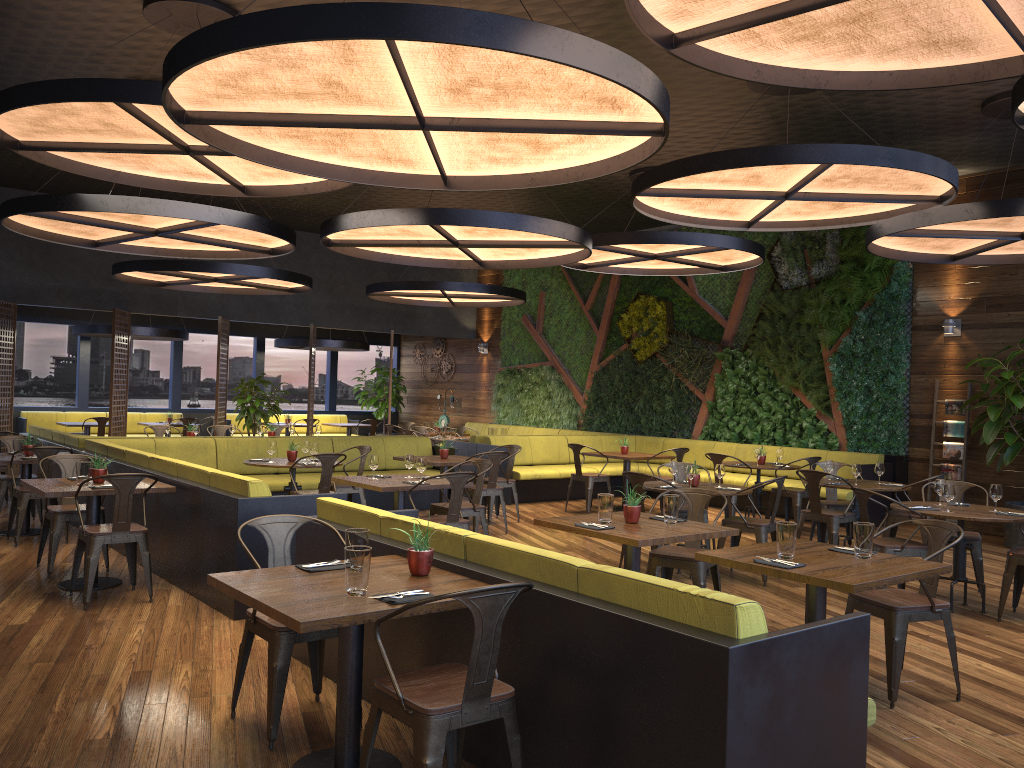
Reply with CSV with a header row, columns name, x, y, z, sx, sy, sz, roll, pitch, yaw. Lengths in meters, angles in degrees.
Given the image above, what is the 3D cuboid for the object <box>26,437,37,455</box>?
name,x,y,z,sx,sy,sz,roll,pitch,yaw
object,-4.889,0.630,9.016,0.102,0.178,0.102,1,-1,37

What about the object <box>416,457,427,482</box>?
name,x,y,z,sx,sy,sz,roll,pitch,yaw
object,-0.782,0.738,7.634,0.097,0.206,0.097,1,-1,43

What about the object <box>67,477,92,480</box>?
name,x,y,z,sx,sy,sz,roll,pitch,yaw
object,-3.357,0.739,6.988,0.255,0.019,0.157,2,-1,-39

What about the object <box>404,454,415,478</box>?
name,x,y,z,sx,sy,sz,roll,pitch,yaw
object,-0.920,0.736,7.947,0.097,0.206,0.097,2,-1,-38

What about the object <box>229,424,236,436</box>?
name,x,y,z,sx,sy,sz,roll,pitch,yaw
object,-4.029,0.685,12.778,0.097,0.206,0.097,2,-1,7

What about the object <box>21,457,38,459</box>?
name,x,y,z,sx,sy,sz,roll,pitch,yaw
object,-4.660,0.713,8.587,0.255,0.019,0.157,2,-1,-39

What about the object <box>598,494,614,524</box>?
name,x,y,z,sx,sy,sz,roll,pitch,yaw
object,0.576,0.770,5.462,0.102,0.178,0.102,2,-1,17

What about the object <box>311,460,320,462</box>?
name,x,y,z,sx,sy,sz,roll,pitch,yaw
object,-2.040,0.809,9.433,0.255,0.019,0.157,2,-1,-36

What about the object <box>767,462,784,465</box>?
name,x,y,z,sx,sy,sz,roll,pitch,yaw
object,3.329,1.001,11.195,0.255,0.019,0.157,2,-1,-36

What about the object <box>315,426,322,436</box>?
name,x,y,z,sx,sy,sz,roll,pitch,yaw
object,-2.892,0.727,13.243,0.097,0.206,0.097,2,-1,7

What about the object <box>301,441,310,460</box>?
name,x,y,z,sx,sy,sz,roll,pitch,yaw
object,-2.207,0.710,9.474,0.097,0.206,0.097,2,-1,0

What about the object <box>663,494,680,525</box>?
name,x,y,z,sx,sy,sz,roll,pitch,yaw
object,0.993,0.784,5.538,0.102,0.178,0.102,2,-1,-33

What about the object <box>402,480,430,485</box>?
name,x,y,z,sx,sy,sz,roll,pitch,yaw
object,-0.819,0.829,7.462,0.157,0.019,0.255,2,-1,-38

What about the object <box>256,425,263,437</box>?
name,x,y,z,sx,sy,sz,roll,pitch,yaw
object,-3.605,0.698,12.680,0.097,0.206,0.097,2,-1,7

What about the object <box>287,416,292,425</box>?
name,x,y,z,sx,sy,sz,roll,pitch,yaw
object,-4.521,0.734,18.032,0.102,0.178,0.102,1,-1,37

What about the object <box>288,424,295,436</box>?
name,x,y,z,sx,sy,sz,roll,pitch,yaw
object,-3.316,0.714,13.340,0.097,0.206,0.097,2,-1,7

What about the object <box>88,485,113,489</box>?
name,x,y,z,sx,sy,sz,roll,pitch,yaw
object,-2.988,0.745,6.467,0.255,0.019,0.157,2,-1,-39

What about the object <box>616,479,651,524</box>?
name,x,y,z,sx,sy,sz,roll,pitch,yaw
object,0.743,0.730,5.524,0.238,0.271,0.260,2,-1,1

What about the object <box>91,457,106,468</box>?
name,x,y,z,sx,sy,sz,roll,pitch,yaw
object,-3.217,0.662,6.896,0.102,0.178,0.102,1,-1,37

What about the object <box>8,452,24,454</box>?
name,x,y,z,sx,sy,sz,roll,pitch,yaw
object,-5.030,0.706,9.108,0.255,0.019,0.157,2,-1,-39

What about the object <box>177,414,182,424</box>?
name,x,y,z,sx,sy,sz,roll,pitch,yaw
object,-6.289,0.664,16.761,0.102,0.178,0.102,1,-1,37

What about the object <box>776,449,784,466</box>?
name,x,y,z,sx,sy,sz,roll,pitch,yaw
object,3.304,0.903,10.938,0.097,0.206,0.097,2,-1,16

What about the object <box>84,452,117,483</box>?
name,x,y,z,sx,sy,sz,roll,pitch,yaw
object,-3.146,0.617,6.739,0.238,0.271,0.260,2,-1,-17

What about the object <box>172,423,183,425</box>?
name,x,y,z,sx,sy,sz,roll,pitch,yaw
object,-6.254,0.742,16.466,0.255,0.019,0.157,2,-1,-39

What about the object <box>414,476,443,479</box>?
name,x,y,z,sx,sy,sz,roll,pitch,yaw
object,-0.753,0.835,7.913,0.255,0.019,0.157,2,-1,-38

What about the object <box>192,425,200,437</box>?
name,x,y,z,sx,sy,sz,roll,pitch,yaw
object,-4.318,0.669,12.118,0.097,0.206,0.097,2,-1,7

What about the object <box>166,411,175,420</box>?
name,x,y,z,sx,sy,sz,roll,pitch,yaw
object,-6.449,0.612,16.733,0.238,0.271,0.260,2,-1,-17

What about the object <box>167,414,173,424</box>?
name,x,y,z,sx,sy,sz,roll,pitch,yaw
object,-6.389,0.658,16.559,0.102,0.178,0.102,1,-1,37

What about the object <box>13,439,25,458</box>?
name,x,y,z,sx,sy,sz,roll,pitch,yaw
object,-4.814,0.629,8.647,0.102,0.178,0.102,1,-1,37

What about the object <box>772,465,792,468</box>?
name,x,y,z,sx,sy,sz,roll,pitch,yaw
object,3.268,0.994,10.766,0.157,0.019,0.255,2,-1,-38

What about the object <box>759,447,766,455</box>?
name,x,y,z,sx,sy,sz,roll,pitch,yaw
object,3.162,0.902,11.234,0.097,0.206,0.097,2,-1,-18

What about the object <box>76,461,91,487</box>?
name,x,y,z,sx,sy,sz,roll,pitch,yaw
object,-3.151,0.661,6.514,0.102,0.178,0.102,2,-1,-3

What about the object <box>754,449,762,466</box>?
name,x,y,z,sx,sy,sz,roll,pitch,yaw
object,2.994,0.892,10.803,0.097,0.206,0.097,1,-1,41

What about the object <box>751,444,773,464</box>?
name,x,y,z,sx,sy,sz,roll,pitch,yaw
object,3.092,0.862,11.032,0.260,0.271,0.238,2,-1,1

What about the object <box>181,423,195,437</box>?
name,x,y,z,sx,sy,sz,roll,pitch,yaw
object,-4.454,0.631,12.284,0.238,0.271,0.260,2,-1,-17

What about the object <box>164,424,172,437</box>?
name,x,y,z,sx,sy,sz,roll,pitch,yaw
object,-4.742,0.656,12.215,0.097,0.206,0.097,2,-1,7

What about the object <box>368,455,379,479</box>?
name,x,y,z,sx,sy,sz,roll,pitch,yaw
object,-1.205,0.725,7.732,0.097,0.206,0.097,1,-1,43

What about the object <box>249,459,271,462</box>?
name,x,y,z,sx,sy,sz,roll,pitch,yaw
object,-2.592,0.789,9.195,0.255,0.019,0.157,2,-1,-6

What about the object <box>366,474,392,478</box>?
name,x,y,z,sx,sy,sz,roll,pitch,yaw
object,-1.175,0.822,7.902,0.157,0.019,0.255,2,-1,-38

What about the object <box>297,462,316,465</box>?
name,x,y,z,sx,sy,sz,roll,pitch,yaw
object,-2.094,0.803,8.961,0.157,0.019,0.255,2,-1,-32

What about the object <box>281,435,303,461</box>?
name,x,y,z,sx,sy,sz,roll,pitch,yaw
object,-2.302,0.670,9.267,0.238,0.271,0.260,2,-1,-17

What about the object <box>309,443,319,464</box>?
name,x,y,z,sx,sy,sz,roll,pitch,yaw
object,-2.038,0.712,9.128,0.097,0.206,0.097,2,-1,-13

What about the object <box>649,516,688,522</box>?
name,x,y,z,sx,sy,sz,roll,pitch,yaw
object,1.022,0.867,5.709,0.157,0.019,0.255,2,-1,-39

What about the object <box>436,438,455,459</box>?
name,x,y,z,sx,sy,sz,roll,pitch,yaw
object,-0.775,0.730,10.293,0.260,0.271,0.238,2,-1,-3

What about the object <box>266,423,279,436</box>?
name,x,y,z,sx,sy,sz,roll,pitch,yaw
object,-3.533,0.668,13.011,0.238,0.271,0.260,2,-1,-17

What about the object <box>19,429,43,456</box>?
name,x,y,z,sx,sy,sz,roll,pitch,yaw
object,-4.823,0.584,8.885,0.260,0.271,0.238,2,-1,-37

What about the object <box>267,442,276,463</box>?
name,x,y,z,sx,sy,sz,roll,pitch,yaw
object,-2.462,0.698,9.077,0.097,0.206,0.097,2,-1,3
